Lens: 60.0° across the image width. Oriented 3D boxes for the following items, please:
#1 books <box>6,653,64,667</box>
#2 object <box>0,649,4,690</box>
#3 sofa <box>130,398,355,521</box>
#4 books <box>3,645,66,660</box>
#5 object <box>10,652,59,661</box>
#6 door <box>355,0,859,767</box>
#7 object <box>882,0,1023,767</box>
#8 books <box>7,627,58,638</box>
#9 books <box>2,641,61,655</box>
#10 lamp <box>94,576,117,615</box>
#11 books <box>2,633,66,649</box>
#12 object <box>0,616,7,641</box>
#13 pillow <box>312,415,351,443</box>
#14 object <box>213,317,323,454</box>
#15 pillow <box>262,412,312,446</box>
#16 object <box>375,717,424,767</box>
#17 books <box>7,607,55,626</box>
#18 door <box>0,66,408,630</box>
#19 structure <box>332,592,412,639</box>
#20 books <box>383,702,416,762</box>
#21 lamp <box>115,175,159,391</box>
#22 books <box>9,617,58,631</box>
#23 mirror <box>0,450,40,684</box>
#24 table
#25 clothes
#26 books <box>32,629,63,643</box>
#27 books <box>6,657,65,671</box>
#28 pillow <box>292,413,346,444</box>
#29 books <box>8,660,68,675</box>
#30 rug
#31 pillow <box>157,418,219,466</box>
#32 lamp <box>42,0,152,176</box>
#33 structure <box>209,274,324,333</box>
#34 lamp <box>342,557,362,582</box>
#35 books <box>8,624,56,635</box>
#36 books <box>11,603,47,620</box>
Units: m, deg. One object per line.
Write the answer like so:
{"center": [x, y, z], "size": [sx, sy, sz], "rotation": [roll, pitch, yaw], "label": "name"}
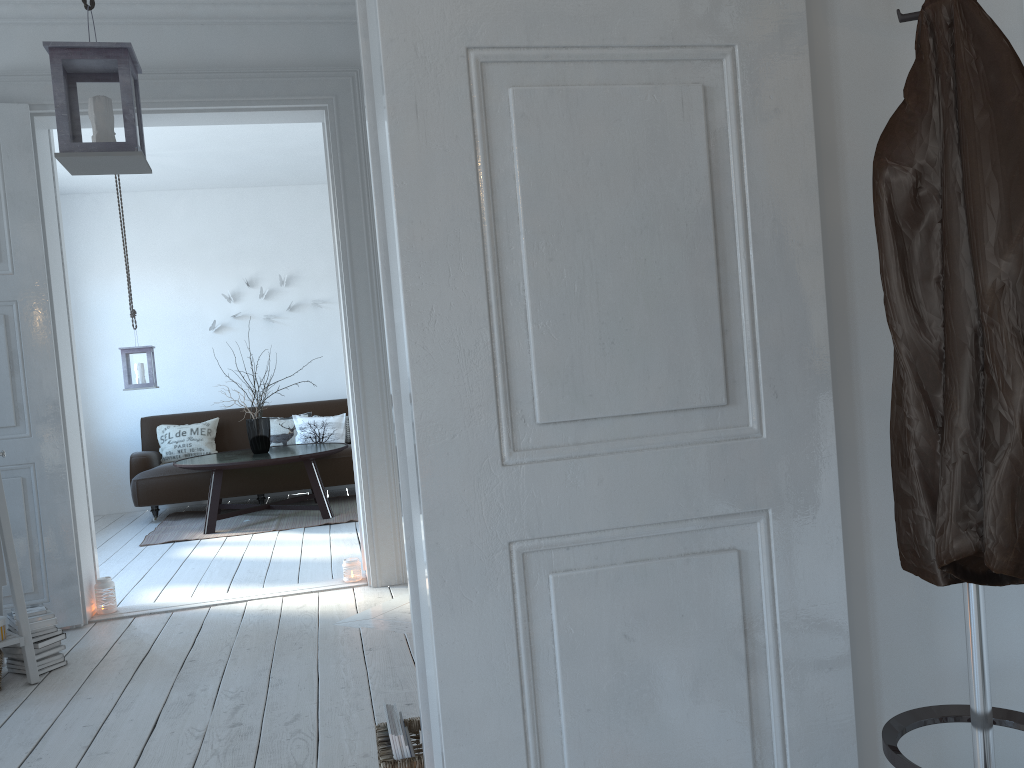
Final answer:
{"center": [-1.855, 1.066, 3.448], "size": [0.181, 0.016, 0.128], "rotation": [-4, 2, 33], "label": "books"}
{"center": [-1.980, 1.059, 3.258], "size": [0.185, 0.140, 0.295], "rotation": [-6, 2, -40], "label": "object"}
{"center": [-2.073, 0.604, 7.605], "size": [2.164, 0.825, 0.968], "rotation": [-5, 2, -12], "label": "sofa"}
{"center": [-1.857, 1.038, 3.446], "size": [0.187, 0.017, 0.132], "rotation": [-4, 2, 25], "label": "books"}
{"center": [-1.867, 1.052, 3.457], "size": [0.156, 0.014, 0.111], "rotation": [-4, 2, 31], "label": "object"}
{"center": [-0.823, -0.182, 1.316], "size": [2.598, 2.507, 0.577], "rotation": [-5, 2, -12], "label": "door"}
{"center": [0.604, 0.124, 1.179], "size": [0.374, 1.659, 0.374], "rotation": [-5, 2, -5], "label": "object"}
{"center": [-1.865, 0.957, 3.446], "size": [0.177, 0.016, 0.128], "rotation": [-3, 2, 44], "label": "books"}
{"center": [-1.868, 1.018, 3.447], "size": [0.167, 0.022, 0.128], "rotation": [-4, 1, 22], "label": "books"}
{"center": [-1.931, 1.005, 4.213], "size": [0.089, 0.166, 0.089], "rotation": [-5, 2, -13], "label": "lamp"}
{"center": [-1.856, 0.994, 3.442], "size": [0.193, 0.022, 0.128], "rotation": [-4, 1, 20], "label": "books"}
{"center": [-1.933, 0.906, 3.248], "size": [0.142, 0.074, 0.142], "rotation": [-6, 2, -28], "label": "object"}
{"center": [-1.491, 0.397, 7.833], "size": [0.542, 0.288, 0.183], "rotation": [-5, 2, -11], "label": "pillow"}
{"center": [-1.845, -0.006, 6.768], "size": [0.845, 1.067, 0.525], "rotation": [-7, 3, -41], "label": "object"}
{"center": [-1.964, 0.437, 7.695], "size": [0.472, 0.348, 0.158], "rotation": [-5, 2, -14], "label": "pillow"}
{"center": [-0.138, 0.870, 1.886], "size": [0.270, 0.265, 0.223], "rotation": [-5, 2, -12], "label": "object"}
{"center": [-1.867, 0.898, 3.439], "size": [0.132, 0.017, 0.187], "rotation": [-6, 2, -39], "label": "books"}
{"center": [-1.458, -0.198, 4.263], "size": [2.598, 2.507, 0.577], "rotation": [-5, 2, -12], "label": "door"}
{"center": [-0.200, -0.377, 3.975], "size": [0.801, 2.829, 1.246], "rotation": [-3, 3, 33], "label": "structure"}
{"center": [-0.154, 0.839, 1.883], "size": [0.201, 0.300, 0.179], "rotation": [-5, 2, -12], "label": "books"}
{"center": [-2.859, -0.837, 6.626], "size": [0.228, 1.763, 0.228], "rotation": [-5, 2, -15], "label": "lamp"}
{"center": [-1.859, 0.919, 3.438], "size": [0.128, 0.026, 0.200], "rotation": [-6, 2, -41], "label": "books"}
{"center": [-2.143, 0.389, 3.183], "size": [0.417, 1.490, 0.610], "rotation": [-3, 3, 43], "label": "mirror"}
{"center": [-1.898, 0.781, 6.840], "size": [1.299, 0.503, 1.300], "rotation": [-5, 2, -22], "label": "table"}
{"center": [0.582, -0.114, 1.098], "size": [0.237, 0.771, 0.211], "rotation": [-4, 2, 21], "label": "clothes"}
{"center": [-1.860, 0.974, 3.450], "size": [0.178, 0.016, 0.128], "rotation": [-4, 2, 31], "label": "books"}
{"center": [-1.854, 1.083, 3.451], "size": [0.177, 0.016, 0.128], "rotation": [-4, 2, 29], "label": "books"}
{"center": [-1.664, 0.402, 7.681], "size": [0.470, 0.309, 0.188], "rotation": [-5, 2, -11], "label": "pillow"}
{"center": [-1.849, 1.099, 3.455], "size": [0.178, 0.016, 0.128], "rotation": [-4, 2, 26], "label": "books"}
{"center": [-1.884, 1.004, 6.875], "size": [1.709, 0.055, 1.455], "rotation": [-5, 1, -12], "label": "rug"}
{"center": [-2.759, 0.495, 7.565], "size": [0.519, 0.367, 0.239], "rotation": [-5, 2, -12], "label": "pillow"}
{"center": [-1.265, -1.518, 2.564], "size": [0.228, 1.763, 0.228], "rotation": [-5, 2, -15], "label": "lamp"}
{"center": [-2.226, -0.741, 8.014], "size": [1.025, 0.478, 0.085], "rotation": [-5, 2, -12], "label": "structure"}
{"center": [-0.801, 0.933, 4.445], "size": [0.093, 0.110, 0.093], "rotation": [-5, 2, 5], "label": "lamp"}
{"center": [-1.866, 0.941, 3.443], "size": [0.128, 0.016, 0.181], "rotation": [-6, 2, -41], "label": "books"}
{"center": [-1.880, 0.883, 3.449], "size": [0.111, 0.014, 0.156], "rotation": [-6, 2, -33], "label": "books"}
